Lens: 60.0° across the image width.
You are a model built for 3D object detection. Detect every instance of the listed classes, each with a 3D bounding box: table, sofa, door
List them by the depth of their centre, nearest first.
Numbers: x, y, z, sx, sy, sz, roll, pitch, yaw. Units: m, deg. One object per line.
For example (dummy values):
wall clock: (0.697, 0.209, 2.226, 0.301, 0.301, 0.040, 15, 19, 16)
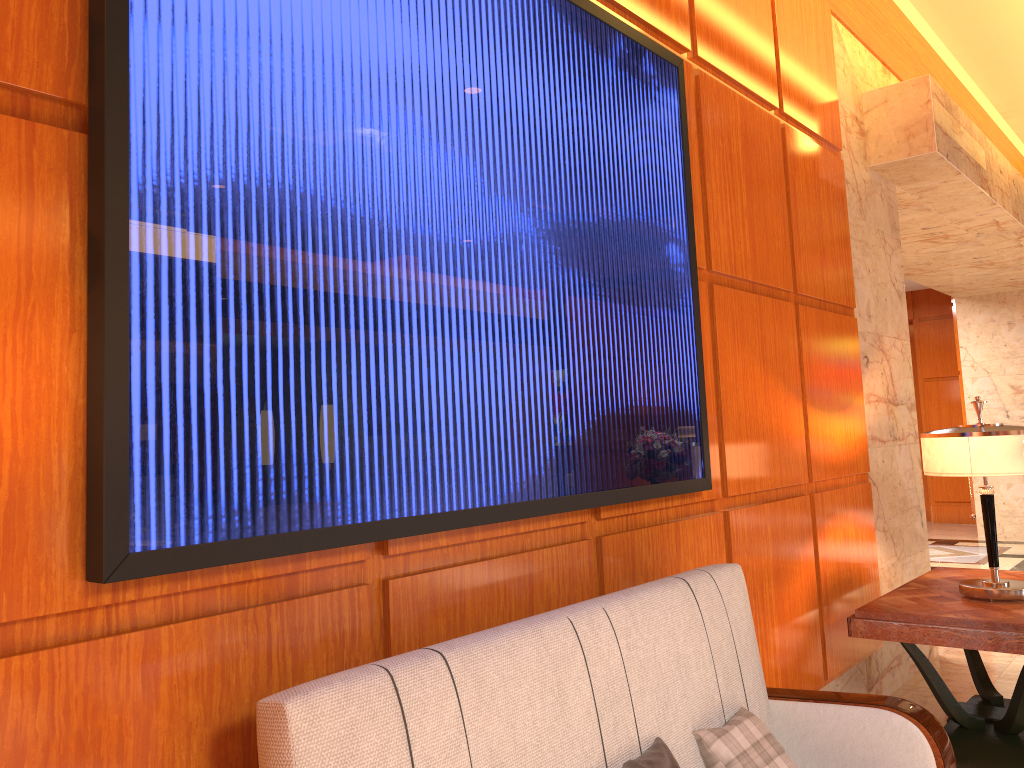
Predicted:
sofa: (0.344, 0.945, 1.780, 0.611, 0.936, 1.796, -7, -6, 39)
table: (1.989, 1.167, 3.665, 0.724, 0.609, 1.268, -6, -6, 39)
door: (5.023, 0.526, 12.199, 1.283, 2.707, 0.340, -7, -7, 39)

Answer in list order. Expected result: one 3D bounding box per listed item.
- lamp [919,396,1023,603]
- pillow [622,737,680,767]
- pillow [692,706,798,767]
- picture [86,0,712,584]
lamp: (1.926, 0.453, 3.590, 0.458, 0.813, 0.457, 2, -7, -42)
pillow: (0.276, 0.912, 1.812, 0.160, 0.254, 0.357, -6, -6, 36)
pillow: (0.586, 0.933, 2.134, 0.202, 0.230, 0.273, -7, -6, 41)
picture: (-0.035, -0.402, 2.190, 0.056, 1.458, 1.994, -7, -6, 39)
